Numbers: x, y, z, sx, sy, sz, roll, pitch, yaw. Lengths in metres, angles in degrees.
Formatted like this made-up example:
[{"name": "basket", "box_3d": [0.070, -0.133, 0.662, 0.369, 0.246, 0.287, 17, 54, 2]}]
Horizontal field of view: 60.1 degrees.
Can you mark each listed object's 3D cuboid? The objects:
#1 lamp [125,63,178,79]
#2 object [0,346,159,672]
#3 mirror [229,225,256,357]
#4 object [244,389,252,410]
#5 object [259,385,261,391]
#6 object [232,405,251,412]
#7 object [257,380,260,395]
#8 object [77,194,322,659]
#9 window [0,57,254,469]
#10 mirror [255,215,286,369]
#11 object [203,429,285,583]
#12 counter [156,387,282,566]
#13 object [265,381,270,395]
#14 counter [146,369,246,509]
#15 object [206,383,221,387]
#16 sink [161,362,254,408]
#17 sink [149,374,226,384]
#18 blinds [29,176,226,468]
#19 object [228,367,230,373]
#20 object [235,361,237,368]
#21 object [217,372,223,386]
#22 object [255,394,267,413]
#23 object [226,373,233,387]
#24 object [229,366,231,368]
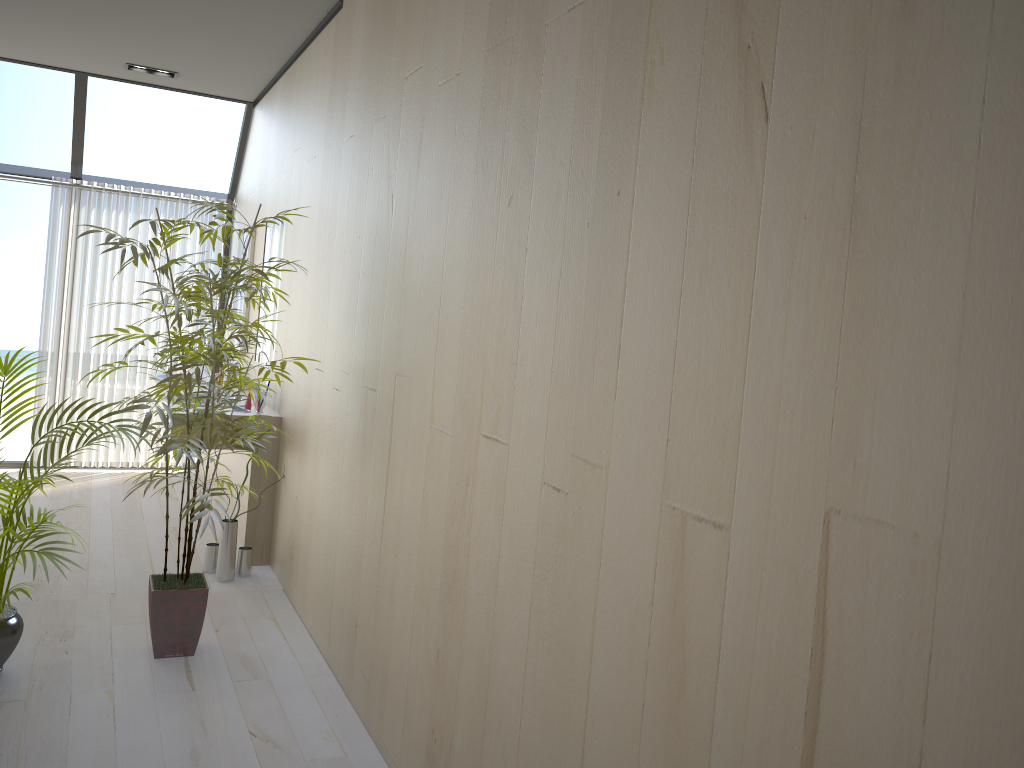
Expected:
[{"name": "lamp", "box_3d": [-2.288, -2.042, 5.629, 0.300, 0.112, 0.164, 3, 4, -25]}, {"name": "object", "box_3d": [-1.845, 0.414, 3.050, 0.917, 1.156, 0.751, 5, 2, 8]}, {"name": "mirror", "box_3d": [-1.869, -0.647, 6.122, 0.023, 0.867, 0.655, 5, 2, -25]}, {"name": "object", "box_3d": [-1.404, 0.075, 4.720, 0.039, 0.135, 0.039, 5, 1, 16]}, {"name": "object", "box_3d": [-1.383, 0.068, 4.832, 0.039, 0.135, 0.039, 5, 1, 16]}, {"name": "object", "box_3d": [-1.420, 0.128, 4.641, 0.104, 0.029, 0.032, 6, 3, 15]}, {"name": "object", "box_3d": [-1.329, 0.063, 4.630, 0.012, 0.178, 0.050, 5, 1, 14]}, {"name": "object", "box_3d": [-1.162, 0.161, 3.401, 0.787, 1.755, 0.937, 5, 2, 0]}, {"name": "window", "box_3d": [-4.168, -0.813, 5.682, 4.552, 2.811, 0.747, 4, 2, -25]}, {"name": "mirror", "box_3d": [-1.408, -0.538, 5.195, 0.023, 0.867, 0.655, 5, 2, -25]}, {"name": "object", "box_3d": [-1.295, 0.586, 4.397, 0.406, 0.748, 0.275, 4, 2, -37]}, {"name": "counter", "box_3d": [-1.709, 0.487, 5.016, 0.549, 0.790, 1.210, 4, 3, -25]}, {"name": "object", "box_3d": [-1.306, 0.064, 4.659, 0.054, 0.175, 0.012, 5, 1, 0]}, {"name": "counter", "box_3d": [-2.217, 0.362, 6.108, 0.549, 0.790, 1.210, 4, 3, -25]}, {"name": "object", "box_3d": [-1.928, 0.003, 5.733, 0.104, 0.029, 0.032, 6, 3, 15]}, {"name": "sink", "box_3d": [-1.701, 0.076, 4.960, 0.503, 0.419, 0.576, 4, 3, -22]}, {"name": "sink", "box_3d": [-2.209, -0.049, 6.052, 0.503, 0.419, 0.576, 4, 3, -22]}, {"name": "blinds", "box_3d": [-2.819, -0.414, 6.549, 1.180, 2.068, 0.084, 4, 1, -25]}, {"name": "object", "box_3d": [-1.837, -0.062, 5.722, 0.012, 0.178, 0.050, 5, 1, 14]}, {"name": "object", "box_3d": [-1.814, -0.061, 5.751, 0.054, 0.175, 0.012, 5, 1, 0]}, {"name": "object", "box_3d": [-1.912, -0.051, 5.812, 0.039, 0.135, 0.039, 6, 1, 23]}, {"name": "object", "box_3d": [-1.325, 0.104, 4.660, 0.058, 0.100, 0.059, 5, 2, -15]}, {"name": "object", "box_3d": [-1.834, -0.022, 5.752, 0.058, 0.100, 0.058, 5, 2, -19]}, {"name": "object", "box_3d": [-1.891, -0.057, 5.924, 0.039, 0.135, 0.039, 6, 1, 23]}]
